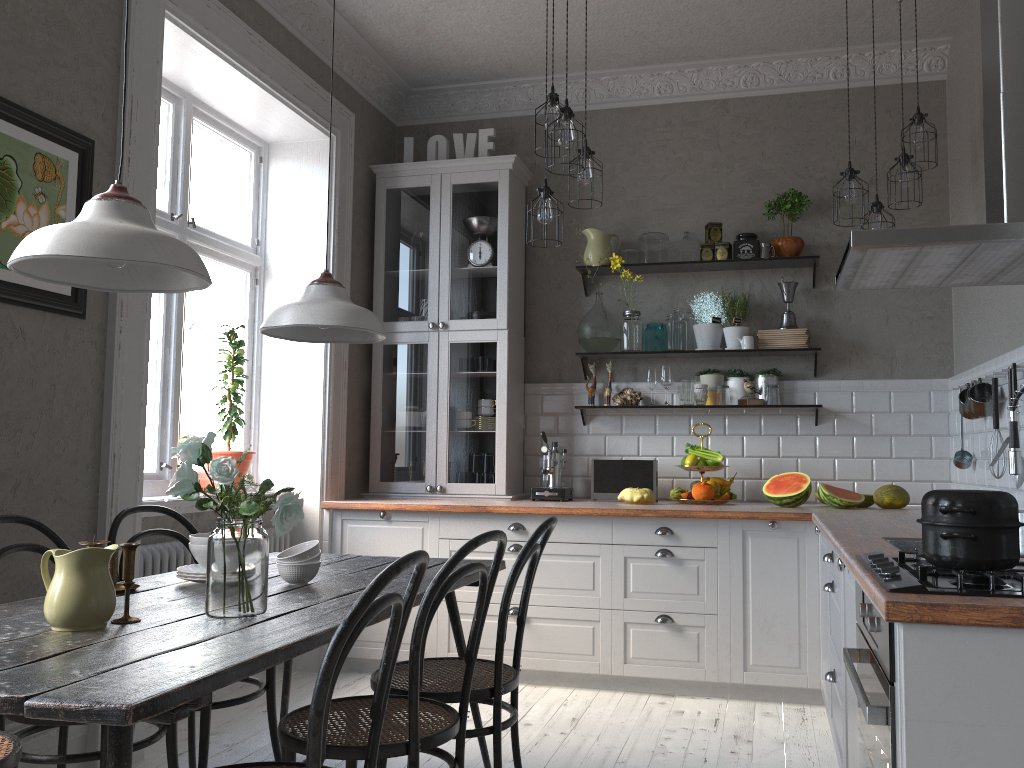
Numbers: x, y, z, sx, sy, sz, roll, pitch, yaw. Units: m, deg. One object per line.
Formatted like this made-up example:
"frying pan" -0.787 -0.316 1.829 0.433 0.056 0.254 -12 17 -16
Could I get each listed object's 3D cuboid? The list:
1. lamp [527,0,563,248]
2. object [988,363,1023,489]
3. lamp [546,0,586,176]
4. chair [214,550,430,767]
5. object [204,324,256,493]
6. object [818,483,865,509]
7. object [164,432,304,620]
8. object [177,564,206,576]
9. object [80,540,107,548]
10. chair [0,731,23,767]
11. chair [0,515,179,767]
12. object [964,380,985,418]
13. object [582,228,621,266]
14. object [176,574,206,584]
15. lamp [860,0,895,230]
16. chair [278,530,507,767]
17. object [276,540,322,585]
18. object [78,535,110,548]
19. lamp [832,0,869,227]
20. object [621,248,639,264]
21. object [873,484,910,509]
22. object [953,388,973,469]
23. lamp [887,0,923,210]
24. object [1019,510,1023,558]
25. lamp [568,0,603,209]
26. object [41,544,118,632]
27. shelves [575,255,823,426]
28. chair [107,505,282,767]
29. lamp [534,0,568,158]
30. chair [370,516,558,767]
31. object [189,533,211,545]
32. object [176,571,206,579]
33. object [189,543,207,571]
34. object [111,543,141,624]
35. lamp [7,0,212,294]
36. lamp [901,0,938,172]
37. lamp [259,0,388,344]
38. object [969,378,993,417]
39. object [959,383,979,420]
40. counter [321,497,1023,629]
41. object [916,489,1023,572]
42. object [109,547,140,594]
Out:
"lamp" 0.151 -1.462 3.848 0.148 1.735 0.145 2 -5 -18
"object" 1.786 0.156 3.225 0.080 0.443 0.332 -1 -5 16
"lamp" 0.221 -1.698 3.519 0.149 1.735 0.144 3 -5 -28
"chair" -0.443 0.770 1.645 0.544 0.920 0.441 0 -5 12
"object" -1.357 0.115 4.253 0.254 0.813 0.265 -4 -6 42
"object" 1.588 0.538 4.249 0.225 0.127 0.148 1 -5 -3
"object" -0.624 0.316 2.013 0.309 0.414 0.253 0 -5 13
"object" -0.826 0.533 2.518 0.232 0.027 0.242 -3 -6 38
"object" -0.945 0.434 1.994 0.061 0.172 0.063 -3 -6 36
"chair" -1.333 0.781 1.882 0.541 0.920 0.444 -1 -5 22
"chair" -1.181 0.826 2.421 0.544 0.920 0.441 0 -5 12
"object" 1.957 0.063 3.708 0.107 0.161 0.138 -1 -5 17
"object" 0.499 -0.761 5.008 0.187 0.216 0.176 -2 -5 29
"object" -0.826 0.551 2.517 0.233 0.027 0.242 -2 -6 33
"lamp" 1.694 -1.457 4.141 0.148 1.735 0.145 2 -5 -13
"chair" -0.297 0.813 2.163 0.541 0.920 0.444 -1 -5 22
"object" -0.605 0.506 2.510 0.122 0.119 0.130 -2 -5 31
"object" -0.983 0.441 2.078 0.096 0.172 0.095 1 -5 -4
"lamp" 1.534 -1.589 4.052 0.150 1.735 0.143 5 -6 -43
"object" 0.668 -0.704 5.021 0.102 0.111 0.104 -1 -5 15
"object" 1.848 0.549 4.313 0.207 0.119 0.130 2 -5 -22
"object" 2.070 0.202 4.075 0.076 0.379 0.083 -1 -5 15
"lamp" 1.857 -1.702 4.232 0.149 1.735 0.144 4 -6 -33
"object" 1.206 0.303 1.866 0.178 0.134 0.297 5 -6 -40
"lamp" 0.320 -1.622 3.816 0.146 1.735 0.147 1 -5 2
"object" -0.913 0.424 1.862 0.152 0.170 0.133 3 -5 -24
"shelves" 1.015 -0.201 4.888 1.303 0.923 0.231 -1 -5 14
"chair" -1.028 0.866 2.887 0.540 0.920 0.445 -2 -5 27
"lamp" 0.175 -1.814 3.706 0.146 1.735 0.147 1 -5 2
"chair" -0.144 0.853 2.627 0.544 0.920 0.441 0 -5 12
"object" -0.825 0.477 2.523 0.179 0.094 0.180 0 -5 6
"object" -0.826 0.541 2.518 0.240 0.027 0.234 2 -5 -17
"object" -0.826 0.497 2.521 0.179 0.094 0.180 0 -5 6
"object" -0.837 0.432 1.930 0.058 0.167 0.060 -2 -5 28
"lamp" -0.810 -1.142 1.905 0.387 1.858 0.371 4 -6 -37
"lamp" 1.851 -1.844 4.068 0.148 1.735 0.145 2 -5 -13
"lamp" -0.559 -1.069 2.770 0.374 1.858 0.385 -1 -5 22
"object" 1.913 0.052 3.587 0.106 0.161 0.139 -2 -6 32
"object" 1.993 0.073 3.833 0.106 0.161 0.139 -2 -5 27
"counter" 0.331 0.530 3.329 3.129 0.039 3.425 -1 -5 15
"object" 0.883 0.280 1.710 0.191 0.147 0.192 1 -5 -5
"object" -1.058 0.491 2.343 0.140 0.112 0.139 1 -5 -2
